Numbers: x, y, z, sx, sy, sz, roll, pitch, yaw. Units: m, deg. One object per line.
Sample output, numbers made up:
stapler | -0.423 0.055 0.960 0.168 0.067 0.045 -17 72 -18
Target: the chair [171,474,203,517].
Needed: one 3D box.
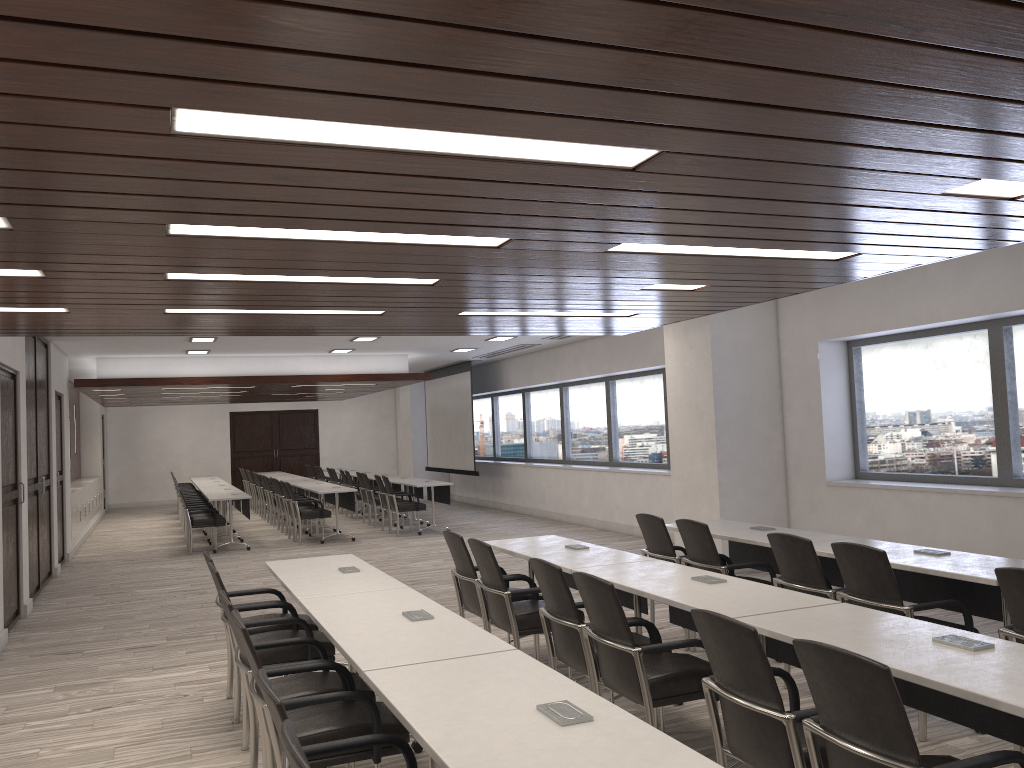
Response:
chair | -6.939 2.370 18.967 0.638 0.939 0.513 -1 -3 -21

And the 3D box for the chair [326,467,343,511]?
chair | -3.563 2.209 18.678 0.638 0.939 0.513 -1 -3 -23

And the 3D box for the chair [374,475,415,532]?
chair | -1.895 1.927 14.442 0.638 0.939 0.513 -1 -3 -22

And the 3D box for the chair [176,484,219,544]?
chair | -5.054 2.055 14.253 0.638 0.939 0.513 -1 -3 -22

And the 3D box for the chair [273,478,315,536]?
chair | -3.640 2.021 14.816 0.638 0.939 0.513 -1 -3 -23

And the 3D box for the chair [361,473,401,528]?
chair | -2.266 1.989 15.371 0.638 0.939 0.513 -1 -3 -21

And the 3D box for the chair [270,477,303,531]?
chair | -3.831 2.053 15.299 0.638 0.939 0.513 -1 -3 -22

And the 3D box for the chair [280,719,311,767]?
chair | -0.192 1.240 2.058 0.638 0.939 0.513 -1 -3 -21

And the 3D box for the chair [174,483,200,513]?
chair | -7.495 2.464 20.377 0.638 0.939 0.513 -1 -3 -21

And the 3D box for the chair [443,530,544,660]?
chair | -0.108 1.429 5.937 0.638 0.939 0.513 -1 -3 -23

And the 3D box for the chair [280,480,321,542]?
chair | -3.288 1.960 13.893 0.638 0.939 0.513 -1 -3 -23

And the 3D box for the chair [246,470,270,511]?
chair | -5.519 2.336 19.536 0.638 0.939 0.513 -1 -3 -21

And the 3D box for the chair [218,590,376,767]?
chair | -0.960 1.367 3.950 0.638 0.939 0.513 -1 -3 -23

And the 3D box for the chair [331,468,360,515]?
chair | -3.375 2.177 18.188 0.638 0.939 0.513 -1 -3 -22

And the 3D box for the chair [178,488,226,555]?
chair | -4.484 1.960 12.841 0.638 0.939 0.513 -1 -3 -21

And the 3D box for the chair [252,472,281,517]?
chair | -4.961 2.242 18.126 0.638 0.939 0.513 -1 -3 -22

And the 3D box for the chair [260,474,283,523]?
chair | -4.404 2.148 16.702 0.638 0.939 0.513 -1 -3 -21

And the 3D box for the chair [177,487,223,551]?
chair | -4.685 1.993 13.322 0.638 0.939 0.513 -1 -3 -22

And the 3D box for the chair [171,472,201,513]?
chair | -7.299 2.431 19.893 0.638 0.939 0.513 -1 -3 -22

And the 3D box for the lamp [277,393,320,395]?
lamp | -4.136 0.171 18.052 1.496 0.045 0.236 -1 -3 -22

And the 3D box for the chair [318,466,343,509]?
chair | -3.948 2.271 19.598 0.638 0.939 0.513 -1 -3 -22

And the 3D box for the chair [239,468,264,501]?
chair | -6.092 2.431 20.939 0.638 0.939 0.513 -1 -3 -23

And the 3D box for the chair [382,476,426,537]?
chair | -1.702 1.895 13.957 0.638 0.939 0.513 -1 -3 -21

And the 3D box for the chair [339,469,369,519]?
chair | -3.016 2.115 17.262 0.638 0.939 0.513 -1 -3 -21

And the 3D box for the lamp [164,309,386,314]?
lamp | -1.618 -0.526 6.163 1.496 0.045 0.236 -1 -3 -22

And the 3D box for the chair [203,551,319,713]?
chair | -1.521 1.462 5.372 0.638 0.939 0.513 -1 -3 -22

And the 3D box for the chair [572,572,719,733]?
chair | 0.641 1.302 4.029 0.638 0.939 0.513 -1 -3 -22

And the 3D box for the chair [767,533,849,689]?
chair | 1.846 1.301 5.082 0.638 0.939 0.513 -1 -3 -21

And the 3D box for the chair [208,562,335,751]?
chair | -1.325 1.429 4.881 0.638 0.939 0.513 -1 -3 -23

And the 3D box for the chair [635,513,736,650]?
chair | 1.275 1.396 6.484 0.638 0.939 0.513 -1 -3 -22

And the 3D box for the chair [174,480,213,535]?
chair | -5.620 2.148 15.651 0.638 0.939 0.513 -1 -3 -21

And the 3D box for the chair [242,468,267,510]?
chair | -5.885 2.398 20.465 0.638 0.939 0.513 -1 -3 -21

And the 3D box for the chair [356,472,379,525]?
chair | -2.443 2.021 15.862 0.638 0.939 0.513 -1 -3 -23

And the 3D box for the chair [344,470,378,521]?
chair | -2.824 2.083 16.775 0.638 0.939 0.513 -1 -3 -21

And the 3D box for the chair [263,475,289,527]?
chair | -4.210 2.116 16.224 0.638 0.939 0.513 -1 -3 -22

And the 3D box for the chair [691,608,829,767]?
chair | 1.004 1.241 3.113 0.638 0.939 0.513 -1 -3 -21

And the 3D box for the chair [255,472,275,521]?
chair | -4.777 2.210 17.636 0.638 0.939 0.513 -1 -3 -22

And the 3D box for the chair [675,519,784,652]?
chair | 1.483 1.363 6.007 0.638 0.939 0.513 -1 -3 -22

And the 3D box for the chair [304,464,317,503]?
chair | -4.695 2.398 21.496 0.638 0.939 0.513 -1 -3 -22

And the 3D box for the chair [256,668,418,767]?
chair | -0.388 1.273 2.550 0.638 0.939 0.513 -1 -3 -23

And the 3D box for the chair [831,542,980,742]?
chair | 2.044 1.269 4.599 0.638 0.939 0.513 -1 -3 -22

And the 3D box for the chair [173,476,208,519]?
chair | -6.365 2.275 17.559 0.638 0.939 0.513 -1 -3 -23

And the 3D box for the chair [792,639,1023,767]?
chair | 1.217 1.207 2.629 0.638 0.939 0.513 -1 -3 -23

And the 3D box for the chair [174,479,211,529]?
chair | -5.805 2.180 16.135 0.638 0.939 0.513 -1 -3 -22

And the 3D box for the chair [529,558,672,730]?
chair | 0.449 1.334 4.515 0.638 0.939 0.513 -1 -3 -22

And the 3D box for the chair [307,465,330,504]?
chair | -4.511 2.366 21.009 0.638 0.939 0.513 -1 -3 -21

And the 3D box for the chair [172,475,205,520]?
chair | -6.744 2.337 18.480 0.638 0.939 0.513 -1 -3 -23

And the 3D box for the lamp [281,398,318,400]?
lamp | -5.029 0.321 20.296 1.496 0.045 0.236 -1 -3 -22

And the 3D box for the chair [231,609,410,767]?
chair | -0.754 1.335 3.473 0.638 0.939 0.513 -1 -3 -22

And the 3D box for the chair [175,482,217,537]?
chair | -5.250 2.088 14.747 0.638 0.939 0.513 -1 -3 -21

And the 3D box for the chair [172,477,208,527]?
chair | -6.186 2.243 17.066 0.638 0.939 0.513 -1 -3 -21

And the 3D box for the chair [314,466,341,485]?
chair | -4.142 2.304 20.092 0.638 0.939 0.513 -1 -3 -22

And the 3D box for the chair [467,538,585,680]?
chair | 0.085 1.396 5.447 0.638 0.939 0.513 -1 -3 -22

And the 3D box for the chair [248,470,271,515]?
chair | -5.334 2.304 19.051 0.638 0.939 0.513 -1 -3 -22

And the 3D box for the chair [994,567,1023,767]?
chair | 2.400 1.207 3.665 0.638 0.939 0.513 -1 -3 -22

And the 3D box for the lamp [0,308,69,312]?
lamp | -3.053 -0.493 5.589 0.464 0.045 0.236 -1 -3 -22

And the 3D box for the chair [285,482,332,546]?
chair | -3.080 1.927 13.403 0.638 0.939 0.513 -1 -3 -22
